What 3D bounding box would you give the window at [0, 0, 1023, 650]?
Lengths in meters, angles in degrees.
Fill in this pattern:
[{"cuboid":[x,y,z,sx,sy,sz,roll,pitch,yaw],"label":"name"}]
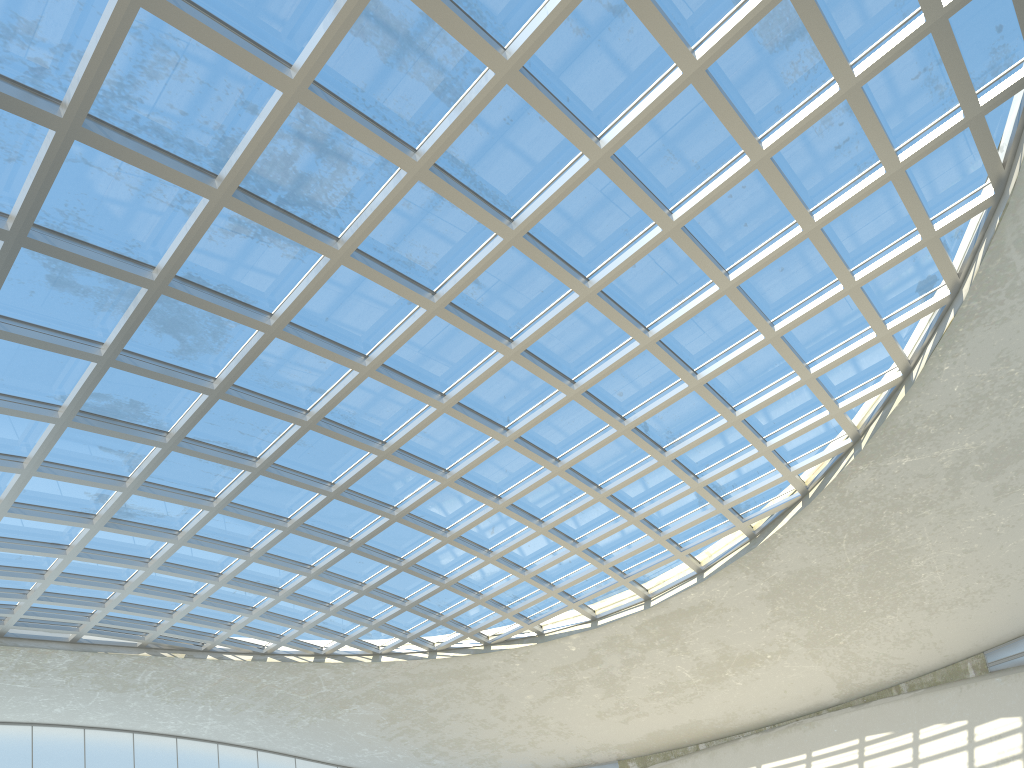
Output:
[{"cuboid":[-13.474,5.156,44.523,85.652,9.759,83.337,-33,-42,32],"label":"window"}]
